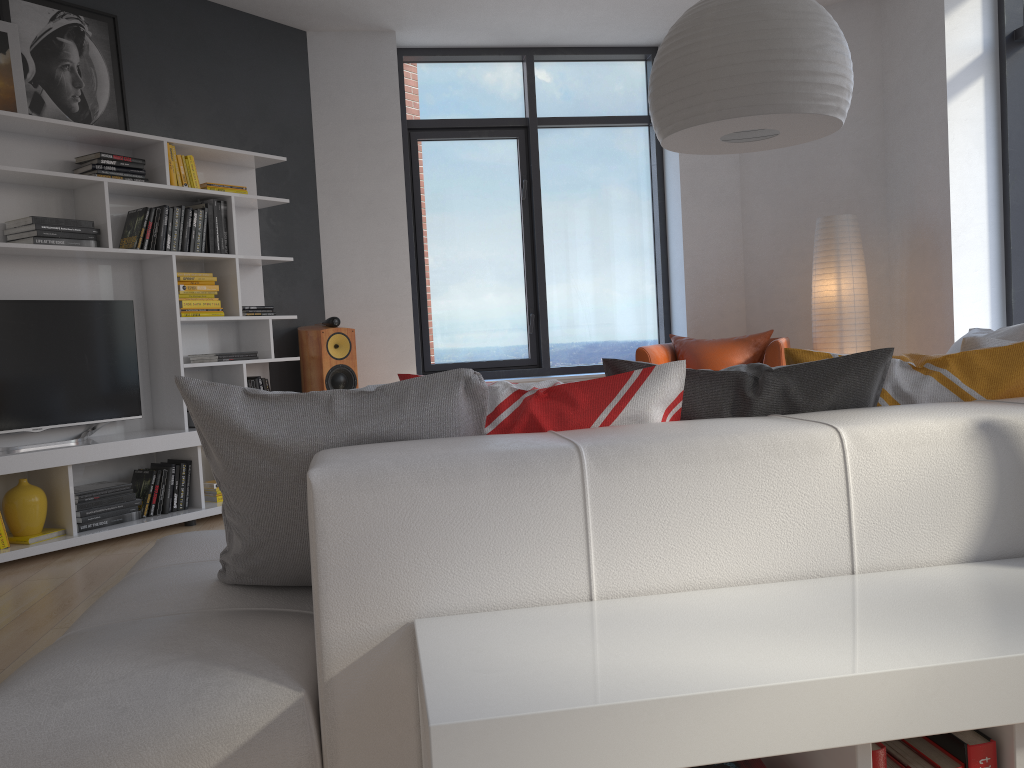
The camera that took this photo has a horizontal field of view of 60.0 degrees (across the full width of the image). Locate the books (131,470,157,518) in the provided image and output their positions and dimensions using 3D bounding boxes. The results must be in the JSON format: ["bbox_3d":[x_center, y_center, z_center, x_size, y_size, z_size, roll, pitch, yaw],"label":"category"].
[{"bbox_3d":[-1.928,0.567,4.600,0.182,0.234,0.104,-1,4,36],"label":"books"}]

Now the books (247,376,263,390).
[{"bbox_3d":[-1.536,0.081,5.269,0.193,0.255,0.066,-1,4,36],"label":"books"}]

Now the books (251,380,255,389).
[{"bbox_3d":[-1.563,0.094,5.227,0.170,0.236,0.049,-1,4,37],"label":"books"}]

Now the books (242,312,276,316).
[{"bbox_3d":[-1.535,-0.408,5.252,0.161,0.023,0.213,-1,4,40],"label":"books"}]

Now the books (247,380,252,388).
[{"bbox_3d":[-1.583,0.095,5.211,0.189,0.240,0.053,-1,4,37],"label":"books"}]

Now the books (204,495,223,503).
[{"bbox_3d":[-1.626,0.630,4.997,0.147,0.033,0.190,-1,4,36],"label":"books"}]

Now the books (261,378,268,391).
[{"bbox_3d":[-1.512,0.085,5.289,0.177,0.242,0.066,-1,4,36],"label":"books"}]

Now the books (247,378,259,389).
[{"bbox_3d":[-1.544,0.088,5.240,0.169,0.242,0.050,-1,4,36],"label":"books"}]

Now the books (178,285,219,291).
[{"bbox_3d":[-1.806,-0.534,4.996,0.176,0.033,0.239,-1,4,39],"label":"books"}]

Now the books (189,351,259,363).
[{"bbox_3d":[-1.671,-0.155,5.137,0.250,0.047,0.310,-1,3,32],"label":"books"}]

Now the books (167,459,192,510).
[{"bbox_3d":[-1.801,0.538,4.779,0.197,0.260,0.066,-1,4,36],"label":"books"}]

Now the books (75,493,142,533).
[{"bbox_3d":[-2.083,0.632,4.437,0.277,0.137,0.343,-1,3,31],"label":"books"}]

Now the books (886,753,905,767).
[{"bbox_3d":[0.462,0.595,1.176,0.031,0.255,0.181,-4,3,-9],"label":"books"}]

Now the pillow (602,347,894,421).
[{"bbox_3d":[1.218,0.085,1.953,2.120,0.436,0.608,-4,3,-13],"label":"pillow"}]

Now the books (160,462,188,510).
[{"bbox_3d":[-1.820,0.546,4.752,0.191,0.249,0.084,-1,4,36],"label":"books"}]

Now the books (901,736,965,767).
[{"bbox_3d":[0.535,0.590,1.178,0.042,0.259,0.195,-4,3,-9],"label":"books"}]

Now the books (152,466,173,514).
[{"bbox_3d":[-1.852,0.557,4.667,0.172,0.242,0.069,-1,4,37],"label":"books"}]

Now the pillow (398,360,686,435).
[{"bbox_3d":[0.898,0.132,1.897,2.250,0.449,0.575,-4,3,-11],"label":"pillow"}]

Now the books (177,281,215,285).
[{"bbox_3d":[-1.813,-0.561,4.990,0.227,0.022,0.160,-5,4,-38],"label":"books"}]

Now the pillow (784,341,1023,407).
[{"bbox_3d":[1.335,0.066,2.513,0.630,0.440,2.095,-1,4,38],"label":"pillow"}]

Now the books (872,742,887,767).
[{"bbox_3d":[0.427,0.581,1.167,0.036,0.294,0.208,-4,3,-9],"label":"books"}]

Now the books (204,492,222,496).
[{"bbox_3d":[-1.630,0.608,4.999,0.148,0.011,0.196,-1,4,36],"label":"books"}]

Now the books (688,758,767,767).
[{"bbox_3d":[0.235,0.527,1.176,0.206,0.029,0.152,-3,3,-3],"label":"books"}]

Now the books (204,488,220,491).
[{"bbox_3d":[-1.628,0.578,4.996,0.134,0.014,0.187,-1,4,36],"label":"books"}]

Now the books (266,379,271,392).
[{"bbox_3d":[-1.518,0.086,5.335,0.179,0.233,0.077,-1,4,36],"label":"books"}]

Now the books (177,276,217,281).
[{"bbox_3d":[-1.807,-0.585,4.994,0.163,0.023,0.223,-1,4,40],"label":"books"}]

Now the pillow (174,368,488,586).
[{"bbox_3d":[0.751,0.094,2.209,2.953,0.453,0.647,-4,3,-21],"label":"pillow"}]

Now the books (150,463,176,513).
[{"bbox_3d":[-1.860,0.548,4.701,0.192,0.254,0.075,-1,4,35],"label":"books"}]

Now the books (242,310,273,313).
[{"bbox_3d":[-1.538,-0.427,5.252,0.142,0.015,0.198,-1,4,35],"label":"books"}]

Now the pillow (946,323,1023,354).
[{"bbox_3d":[1.492,0.025,2.788,0.580,0.456,2.156,-2,3,17],"label":"pillow"}]

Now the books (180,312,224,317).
[{"bbox_3d":[-1.785,-0.383,4.983,0.194,0.028,0.257,-1,4,41],"label":"books"}]

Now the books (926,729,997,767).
[{"bbox_3d":[0.567,0.572,1.187,0.049,0.291,0.214,-4,3,-9],"label":"books"}]

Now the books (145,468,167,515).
[{"bbox_3d":[-1.882,0.563,4.647,0.169,0.233,0.081,-1,4,35],"label":"books"}]

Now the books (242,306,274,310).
[{"bbox_3d":[-1.550,-0.446,5.262,0.161,0.023,0.213,-1,4,40],"label":"books"}]

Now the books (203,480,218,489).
[{"bbox_3d":[-1.641,0.559,4.999,0.138,0.026,0.186,-1,4,36],"label":"books"}]

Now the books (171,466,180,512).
[{"bbox_3d":[-1.838,0.553,4.719,0.179,0.243,0.068,-1,4,35],"label":"books"}]

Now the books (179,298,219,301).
[{"bbox_3d":[-1.814,-0.470,4.991,0.189,0.014,0.251,-1,4,39],"label":"books"}]

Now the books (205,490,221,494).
[{"bbox_3d":[-1.618,0.594,4.983,0.113,0.018,0.169,-1,4,38],"label":"books"}]

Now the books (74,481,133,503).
[{"bbox_3d":[-2.110,0.540,4.441,0.250,0.047,0.310,-1,3,32],"label":"books"}]

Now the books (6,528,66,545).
[{"bbox_3d":[-2.273,0.711,4.151,0.270,0.029,0.204,-2,3,21],"label":"books"}]

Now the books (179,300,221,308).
[{"bbox_3d":[-1.800,-0.442,4.986,0.189,0.042,0.243,-1,4,36],"label":"books"}]

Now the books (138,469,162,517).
[{"bbox_3d":[-1.912,0.566,4.630,0.187,0.234,0.096,-1,4,37],"label":"books"}]

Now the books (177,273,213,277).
[{"bbox_3d":[-1.832,-0.607,4.998,0.163,0.023,0.223,-1,4,40],"label":"books"}]

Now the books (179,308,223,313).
[{"bbox_3d":[-1.795,-0.408,4.984,0.203,0.024,0.257,-1,4,39],"label":"books"}]

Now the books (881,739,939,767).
[{"bbox_3d":[0.495,0.592,1.182,0.034,0.259,0.207,-4,3,-9],"label":"books"}]

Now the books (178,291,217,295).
[{"bbox_3d":[-1.813,-0.507,4.990,0.171,0.019,0.239,-1,4,36],"label":"books"}]
